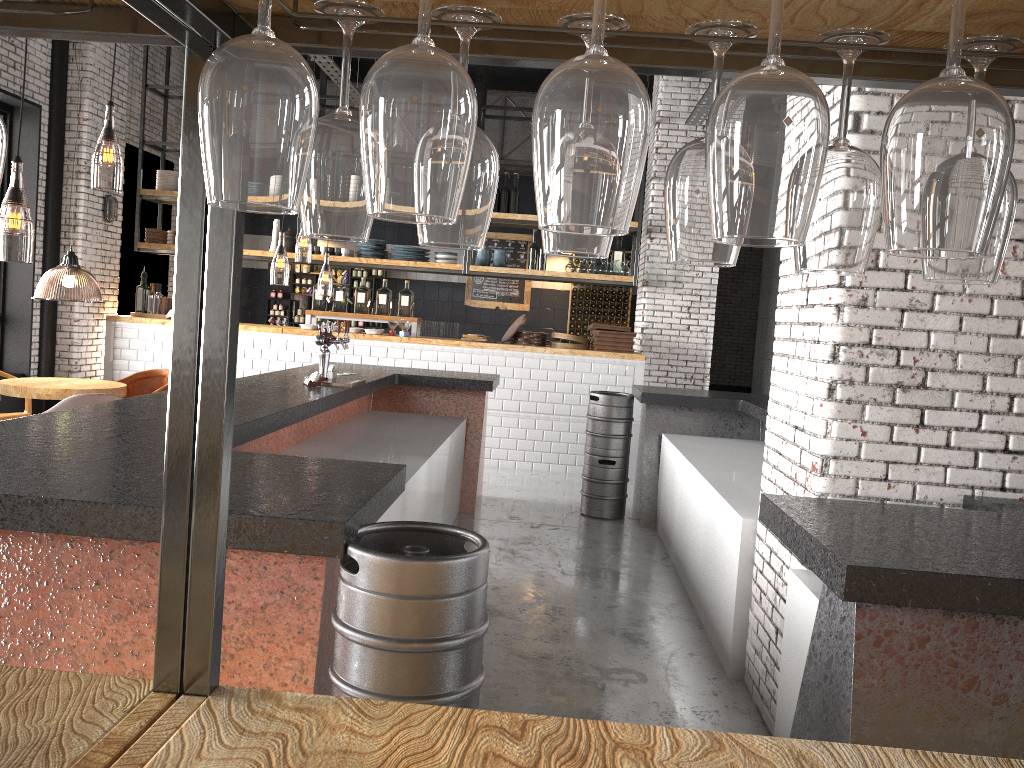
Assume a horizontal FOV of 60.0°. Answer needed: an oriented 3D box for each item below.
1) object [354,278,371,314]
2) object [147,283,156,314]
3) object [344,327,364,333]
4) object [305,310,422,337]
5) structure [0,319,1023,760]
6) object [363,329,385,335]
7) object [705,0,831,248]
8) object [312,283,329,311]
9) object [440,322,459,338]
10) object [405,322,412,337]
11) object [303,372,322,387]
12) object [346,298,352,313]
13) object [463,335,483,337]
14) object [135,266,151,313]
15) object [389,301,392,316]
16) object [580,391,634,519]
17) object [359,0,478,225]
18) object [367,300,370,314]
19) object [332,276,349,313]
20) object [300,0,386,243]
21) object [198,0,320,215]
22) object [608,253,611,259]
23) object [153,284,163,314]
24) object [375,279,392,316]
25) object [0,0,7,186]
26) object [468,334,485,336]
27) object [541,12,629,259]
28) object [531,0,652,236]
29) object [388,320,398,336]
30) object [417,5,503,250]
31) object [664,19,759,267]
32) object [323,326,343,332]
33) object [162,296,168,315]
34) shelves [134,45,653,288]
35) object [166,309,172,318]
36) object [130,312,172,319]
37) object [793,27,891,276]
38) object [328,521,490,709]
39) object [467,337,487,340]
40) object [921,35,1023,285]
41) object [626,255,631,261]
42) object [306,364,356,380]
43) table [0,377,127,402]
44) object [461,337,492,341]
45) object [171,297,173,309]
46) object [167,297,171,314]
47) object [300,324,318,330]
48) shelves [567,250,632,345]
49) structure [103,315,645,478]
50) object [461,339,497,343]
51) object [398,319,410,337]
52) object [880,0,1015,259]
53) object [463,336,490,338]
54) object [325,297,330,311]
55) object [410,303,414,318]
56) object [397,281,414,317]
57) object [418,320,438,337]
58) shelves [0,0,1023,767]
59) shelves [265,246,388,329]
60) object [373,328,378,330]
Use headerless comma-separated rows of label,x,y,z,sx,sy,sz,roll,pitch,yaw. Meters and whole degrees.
object,-1.673,-0.989,9.937,0.154,0.404,0.155,4,3,2
object,-4.011,-0.938,9.896,0.070,0.367,0.107,4,3,2
object,-1.723,-0.584,9.642,0.216,0.055,0.324,4,4,3
object,-1.674,-0.512,9.961,1.250,0.551,0.315,4,3,3
structure,0.311,0.513,5.022,4.310,1.532,5.883,4,4,3
object,-1.492,-0.567,9.615,0.216,0.060,0.324,4,4,3
object,0.217,-0.252,0.742,0.101,0.267,0.101,5,3,17
object,-2.146,-1.025,9.959,0.154,0.404,0.155,4,3,2
object,-0.696,-0.601,9.846,0.181,0.168,0.170,3,4,-17
object,-1.153,-0.600,9.683,0.122,0.165,0.112,2,4,-33
object,-1.265,-0.039,5.624,0.091,0.091,0.178,3,4,-22
object,-1.820,-0.875,9.885,0.077,0.163,0.039,1,4,-43
object,-0.408,-0.529,9.690,0.172,0.010,0.369,5,4,13
object,-4.108,-1.038,9.882,0.106,0.553,0.157,4,3,2
object,-1.344,-0.838,9.847,0.024,0.163,0.062,4,3,-7
object,0.798,0.590,7.431,0.400,1.034,0.397,7,4,38
object,-0.077,-0.274,0.756,0.101,0.267,0.101,5,3,17
object,-1.590,-0.858,9.880,0.031,0.163,0.046,6,4,28
object,-1.915,-1.007,9.940,0.154,0.404,0.155,4,3,2
object,-0.200,-0.305,1.048,0.101,0.267,0.101,5,3,17
object,-0.214,-0.285,0.762,0.101,0.267,0.101,5,3,17
object,1.428,-1.860,12.896,0.079,0.079,0.284,4,4,3
object,-3.946,-0.933,9.894,0.070,0.367,0.107,4,3,2
object,-1.431,-0.971,9.922,0.154,0.404,0.155,4,3,2
object,-0.665,-0.340,1.069,0.101,0.267,0.101,6,4,33
object,-0.371,-0.531,9.621,0.184,0.011,0.254,6,5,24
object,0.084,-0.284,1.035,0.101,0.267,0.101,5,3,17
object,0.070,-0.263,0.749,0.101,0.267,0.101,5,3,17
object,-1.296,-0.607,9.633,0.122,0.165,0.112,7,4,37
object,-0.062,-0.295,1.041,0.101,0.267,0.101,5,3,17
object,0.231,-0.273,1.028,0.101,0.267,0.101,5,3,17
object,-1.962,-0.602,9.631,0.216,0.059,0.324,4,4,3
object,-3.870,-0.852,9.885,0.056,0.248,0.056,2,4,-35
shelves,-1.329,-2.843,10.122,5.677,3.063,0.598,4,3,3
object,-3.661,-0.770,9.795,0.187,0.110,0.283,7,5,39
object,-4.009,-0.769,10.008,0.411,0.050,0.412,4,4,2
object,0.378,-0.261,1.021,0.101,0.267,0.101,5,3,17
object,-0.277,0.902,2.262,0.400,1.034,0.397,7,4,38
object,-0.384,-0.509,9.782,0.214,0.013,0.522,4,4,-1
object,0.525,-0.250,1.014,0.101,0.267,0.101,5,3,17
object,1.711,-1.840,12.906,0.079,0.079,0.284,4,4,3
object,-1.309,-0.112,6.452,0.200,0.106,0.767,4,4,3
table,-3.677,0.395,7.250,0.932,0.809,0.933,0,5,-45
object,-0.378,-0.496,9.788,0.276,0.019,0.514,5,4,8
object,-3.861,-0.865,10.058,0.056,0.248,0.056,2,4,-35
object,-3.866,-0.859,9.972,0.056,0.248,0.056,2,4,-35
object,-2.194,-0.619,9.655,0.216,0.055,0.324,4,4,3
shelves,1.267,-0.889,13.042,0.889,2.146,0.251,4,3,3
structure,-1.499,0.093,10.208,5.800,1.344,1.512,4,4,3
object,-0.336,-0.473,9.741,0.407,0.019,0.458,8,6,44
object,-1.168,-0.604,9.557,0.128,0.189,0.123,5,4,12
object,0.364,-0.241,0.736,0.101,0.267,0.101,5,3,17
object,-0.375,-0.522,9.782,0.230,0.016,0.557,5,4,9
object,-2.058,-0.892,9.880,0.032,0.163,0.080,3,4,-26
object,-1.103,-0.819,9.833,0.034,0.163,0.061,6,4,36
object,-1.183,-0.952,9.914,0.154,0.404,0.155,4,3,2
object,-0.927,-0.611,9.765,0.181,0.168,0.170,5,4,13
shelves,0.233,-0.952,0.838,3.659,5.013,0.690,4,3,3
shelves,-2.783,-1.304,13.270,1.761,1.480,0.157,4,3,3
object,-1.459,-0.588,9.521,0.039,0.021,0.203,3,5,-20
